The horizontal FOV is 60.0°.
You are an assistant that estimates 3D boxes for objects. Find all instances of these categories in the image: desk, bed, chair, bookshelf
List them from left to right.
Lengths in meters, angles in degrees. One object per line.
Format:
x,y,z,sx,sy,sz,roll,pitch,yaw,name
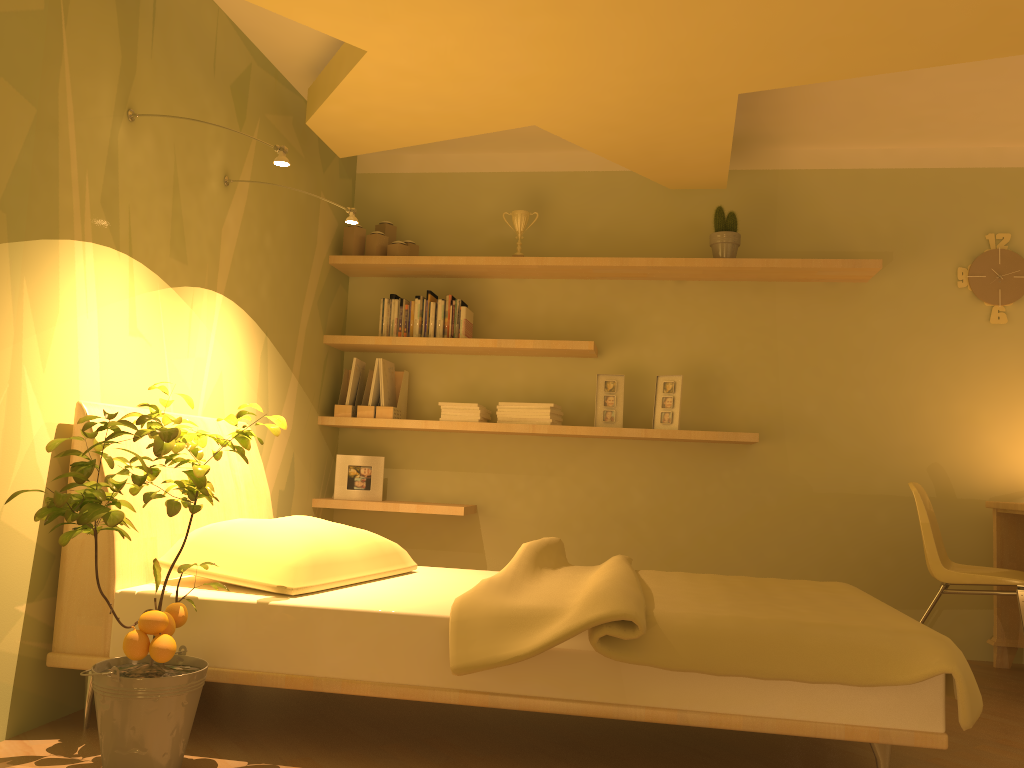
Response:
0.008,0.575,2.714,2.378,0.894,1.286,2,-6,9,bed
0.371,0.034,4.276,2.605,1.240,0.300,2,-6,10,bookshelf
1.807,0.797,3.554,0.546,0.785,0.531,0,-6,29,chair
2.324,0.821,3.207,0.684,0.720,1.396,2,-6,10,desk

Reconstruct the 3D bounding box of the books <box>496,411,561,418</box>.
0.083,0.151,4.303,0.270,0.015,0.190,1,-6,20,books

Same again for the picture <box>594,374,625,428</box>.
0.476,0.090,4.306,0.134,0.264,0.171,2,-6,9,picture

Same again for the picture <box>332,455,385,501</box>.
-0.758,0.466,4.401,0.247,0.219,0.131,4,-6,-13,picture

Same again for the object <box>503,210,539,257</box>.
0.037,-0.727,4.424,0.160,0.268,0.095,5,-6,-20,object

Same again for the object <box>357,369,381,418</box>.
-0.690,0.051,4.444,0.087,0.259,0.236,2,-6,9,object

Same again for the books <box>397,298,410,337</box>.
-0.539,-0.315,4.459,0.032,0.203,0.157,2,-6,10,books

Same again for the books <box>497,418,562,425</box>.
0.087,0.181,4.306,0.270,0.015,0.190,1,-6,17,books

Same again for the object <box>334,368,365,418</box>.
-0.815,0.047,4.464,0.087,0.259,0.236,2,-6,4,object

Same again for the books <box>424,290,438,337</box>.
-0.406,-0.333,4.439,0.021,0.247,0.157,2,-6,10,books

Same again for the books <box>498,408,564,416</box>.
0.091,0.136,4.302,0.270,0.015,0.190,0,-6,23,books

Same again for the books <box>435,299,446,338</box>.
-0.345,-0.309,4.426,0.040,0.203,0.157,2,-6,10,books

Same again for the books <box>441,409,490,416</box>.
-0.224,0.142,4.362,0.190,0.015,0.270,2,-6,9,books

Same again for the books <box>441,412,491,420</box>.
-0.222,0.158,4.366,0.190,0.015,0.270,2,-6,10,books

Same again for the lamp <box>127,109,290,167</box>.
-0.921,-0.753,2.694,0.533,0.178,0.050,2,-6,10,lamp

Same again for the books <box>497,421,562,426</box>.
0.086,0.196,4.304,0.270,0.015,0.190,1,-6,20,books

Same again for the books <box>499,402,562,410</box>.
0.090,0.107,4.313,0.270,0.015,0.190,1,-6,15,books

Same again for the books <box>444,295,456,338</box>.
-0.308,-0.320,4.431,0.032,0.229,0.138,2,-6,10,books

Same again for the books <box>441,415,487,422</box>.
-0.232,0.172,4.363,0.190,0.015,0.270,2,-6,6,books

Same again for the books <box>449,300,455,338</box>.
-0.283,-0.304,4.416,0.022,0.198,0.157,2,-6,10,books

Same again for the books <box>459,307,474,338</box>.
-0.228,-0.287,4.394,0.032,0.163,0.178,2,-6,10,books

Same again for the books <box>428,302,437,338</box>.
-0.382,-0.301,4.423,0.032,0.184,0.173,2,-6,10,books

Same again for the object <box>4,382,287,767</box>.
-0.835,0.443,2.048,0.372,0.944,0.828,2,-6,3,object

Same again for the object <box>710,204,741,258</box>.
1.014,-0.715,4.220,0.145,0.294,0.145,4,-6,-9,object

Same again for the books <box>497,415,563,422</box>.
0.088,0.166,4.298,0.270,0.015,0.190,0,-6,22,books

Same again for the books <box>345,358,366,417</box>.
-0.791,0.027,4.462,0.048,0.297,0.214,2,-6,4,books

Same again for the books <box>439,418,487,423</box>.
-0.233,0.187,4.361,0.190,0.015,0.270,2,-6,9,books

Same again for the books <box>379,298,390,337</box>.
-0.628,-0.318,4.474,0.040,0.203,0.157,2,-6,10,books

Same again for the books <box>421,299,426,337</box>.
-0.425,-0.311,4.441,0.017,0.203,0.155,2,-6,10,books

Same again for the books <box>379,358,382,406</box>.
-0.624,0.032,4.430,0.036,0.296,0.210,2,-6,10,books

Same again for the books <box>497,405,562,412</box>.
0.085,0.123,4.325,0.270,0.015,0.190,1,-6,20,books

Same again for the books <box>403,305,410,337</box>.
-0.514,-0.299,4.453,0.021,0.172,0.157,2,-6,10,books

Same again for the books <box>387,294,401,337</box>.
-0.590,-0.328,4.478,0.032,0.229,0.138,2,-6,10,books

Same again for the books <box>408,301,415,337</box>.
-0.486,-0.307,4.455,0.032,0.193,0.146,2,-6,10,books

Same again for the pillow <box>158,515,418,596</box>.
-0.676,0.540,2.840,0.482,0.213,0.801,1,-6,19,pillow

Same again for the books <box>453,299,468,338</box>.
-0.257,-0.306,4.411,0.032,0.203,0.157,2,-6,10,books

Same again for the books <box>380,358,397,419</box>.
-0.614,0.033,4.433,0.043,0.296,0.210,2,-6,10,books

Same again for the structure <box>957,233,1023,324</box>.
2.283,-0.497,4.155,0.360,0.432,0.027,2,-6,10,structure

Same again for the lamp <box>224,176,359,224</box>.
-0.821,-0.688,3.301,0.533,0.178,0.050,2,-6,10,lamp

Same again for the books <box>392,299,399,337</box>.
-0.566,-0.313,4.463,0.022,0.198,0.157,2,-6,10,books

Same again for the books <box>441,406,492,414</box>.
-0.223,0.128,4.371,0.190,0.015,0.270,2,-6,11,books

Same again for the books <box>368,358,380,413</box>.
-0.667,0.031,4.440,0.048,0.297,0.214,2,-6,9,books

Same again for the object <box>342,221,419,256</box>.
-0.663,-0.731,4.517,0.349,0.229,0.234,2,-6,11,object

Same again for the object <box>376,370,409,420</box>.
-0.595,0.054,4.428,0.087,0.259,0.236,2,-6,10,object

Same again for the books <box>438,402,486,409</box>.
-0.241,0.111,4.361,0.190,0.015,0.270,2,-6,7,books

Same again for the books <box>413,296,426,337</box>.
-0.453,-0.319,4.441,0.038,0.217,0.166,2,-6,10,books

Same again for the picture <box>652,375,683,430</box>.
0.768,0.095,4.215,0.134,0.264,0.171,-1,-7,36,picture
